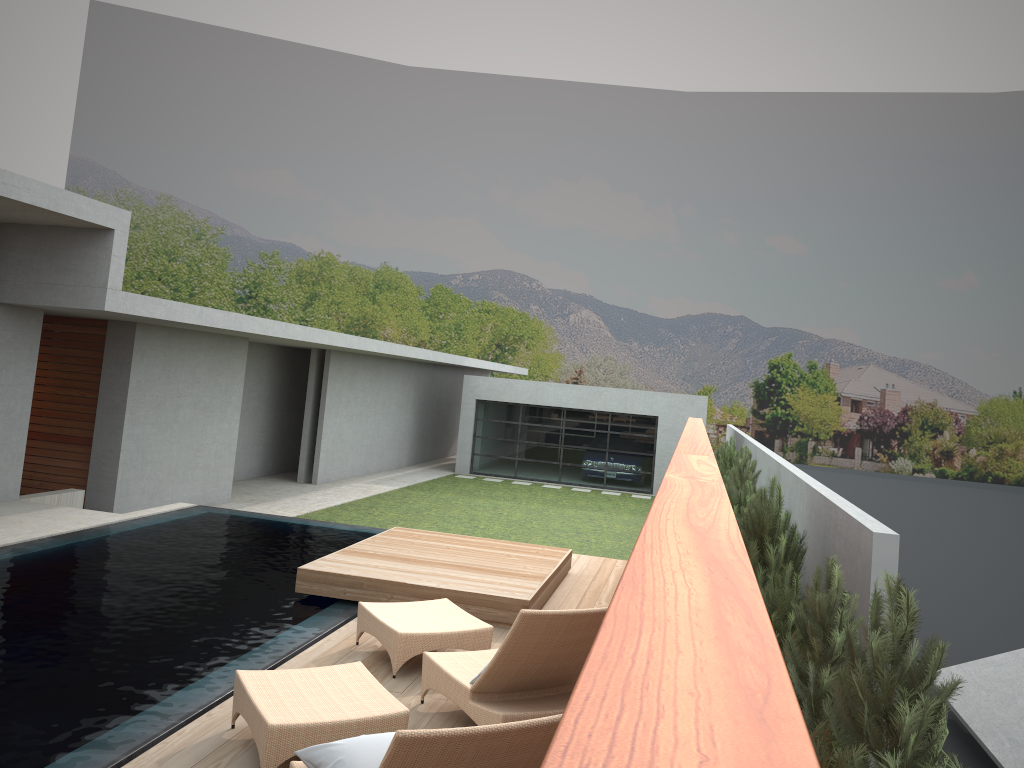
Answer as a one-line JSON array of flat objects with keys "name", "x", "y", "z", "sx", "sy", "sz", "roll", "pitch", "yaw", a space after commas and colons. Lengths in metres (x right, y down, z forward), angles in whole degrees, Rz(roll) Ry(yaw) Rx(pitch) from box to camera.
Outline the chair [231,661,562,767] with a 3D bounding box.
[{"name": "chair", "x": -0.622, "y": 1.481, "z": 3.884, "sx": 0.697, "sy": 0.832, "sz": 2.294, "roll": 7, "pitch": -1, "yaw": -28}]

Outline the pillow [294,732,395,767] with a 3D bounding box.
[{"name": "pillow", "x": -0.498, "y": 1.549, "z": 3.567, "sx": 0.592, "sy": 0.195, "sz": 0.594, "roll": 5, "pitch": -1, "yaw": -32}]

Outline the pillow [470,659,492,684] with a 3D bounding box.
[{"name": "pillow", "x": 0.151, "y": 1.480, "z": 4.851, "sx": 0.606, "sy": 0.430, "sz": 0.427, "roll": 6, "pitch": -3, "yaw": -30}]

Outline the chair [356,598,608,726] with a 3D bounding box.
[{"name": "chair", "x": -0.233, "y": 1.516, "z": 5.511, "sx": 0.697, "sy": 0.832, "sz": 2.294, "roll": 7, "pitch": -1, "yaw": -29}]
